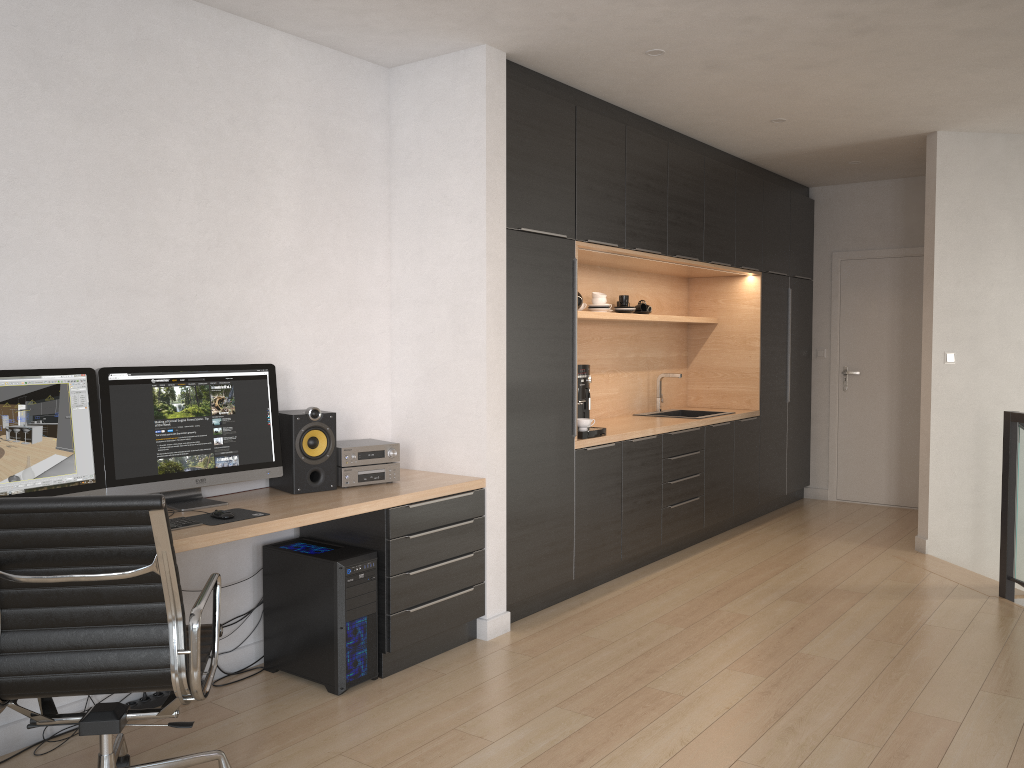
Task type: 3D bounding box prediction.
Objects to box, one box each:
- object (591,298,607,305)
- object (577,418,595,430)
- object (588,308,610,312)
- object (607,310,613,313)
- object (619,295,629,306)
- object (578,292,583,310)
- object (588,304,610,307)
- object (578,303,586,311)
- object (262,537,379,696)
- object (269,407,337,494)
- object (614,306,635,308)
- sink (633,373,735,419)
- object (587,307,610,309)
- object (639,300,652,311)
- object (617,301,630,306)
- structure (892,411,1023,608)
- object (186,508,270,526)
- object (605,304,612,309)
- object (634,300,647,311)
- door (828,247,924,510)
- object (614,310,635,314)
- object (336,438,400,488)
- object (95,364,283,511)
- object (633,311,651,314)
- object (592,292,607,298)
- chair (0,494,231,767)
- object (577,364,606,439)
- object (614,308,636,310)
[{"bbox_3d":[0.550,-0.513,5.617,0.095,0.057,0.099,0,3,9],"label":"object"},{"bbox_3d":[0.394,0.223,4.903,0.099,0.057,0.095,2,4,39],"label":"object"},{"bbox_3d":[0.551,-0.464,5.615,0.145,0.025,0.145,1,3,23],"label":"object"},{"bbox_3d":[0.595,-0.475,5.852,0.145,0.025,0.145,-2,4,-40],"label":"object"},{"bbox_3d":[0.746,-0.544,5.907,0.066,0.092,0.084,0,3,5],"label":"object"},{"bbox_3d":[0.330,-0.525,5.373,0.240,0.171,0.213,-1,3,-17],"label":"object"},{"bbox_3d":[0.551,-0.488,5.614,0.145,0.025,0.145,1,3,23],"label":"object"},{"bbox_3d":[0.412,-0.478,5.582,0.099,0.057,0.095,0,3,-6],"label":"object"},{"bbox_3d":[-0.782,0.937,3.637,0.474,0.527,0.215,2,3,37],"label":"object"},{"bbox_3d":[-0.886,0.268,3.758,0.198,0.354,0.249,-2,4,-38],"label":"object"},{"bbox_3d":[0.750,-0.503,5.915,0.145,0.025,0.145,-2,4,-40],"label":"object"},{"bbox_3d":[1.246,0.185,6.386,0.512,0.518,0.626,2,3,37],"label":"sink"},{"bbox_3d":[0.551,-0.475,5.617,0.145,0.025,0.145,1,3,23],"label":"object"},{"bbox_3d":[0.924,-0.541,6.184,0.066,0.093,0.100,-3,4,-44],"label":"object"},{"bbox_3d":[0.756,-0.519,6.060,0.084,0.092,0.066,3,4,43],"label":"object"},{"bbox_3d":[4.135,2.358,3.882,2.823,4.339,4.190,0,3,-8],"label":"structure"},{"bbox_3d":[-1.022,0.473,3.164,0.200,0.002,0.250,2,3,37],"label":"object"},{"bbox_3d":[0.594,-0.500,5.851,0.099,0.057,0.095,2,3,34],"label":"object"},{"bbox_3d":[0.880,-0.533,6.138,0.066,0.093,0.100,-2,4,-39],"label":"object"},{"bbox_3d":[3.124,-0.044,7.331,0.974,2.136,0.085,2,3,37],"label":"door"},{"bbox_3d":[0.750,-0.478,5.916,0.145,0.025,0.145,-2,4,-40],"label":"object"},{"bbox_3d":[-0.684,0.348,3.935,0.285,0.174,0.270,-2,4,-38],"label":"object"},{"bbox_3d":[-1.215,0.196,3.377,0.190,0.535,0.716,2,4,41],"label":"object"},{"bbox_3d":[0.898,-0.490,6.159,0.145,0.025,0.145,2,4,39],"label":"object"},{"bbox_3d":[0.550,-0.547,5.612,0.095,0.075,0.098,-2,4,-42],"label":"object"},{"bbox_3d":[-1.162,0.759,2.493,0.664,0.991,0.699,0,3,-3],"label":"chair"},{"bbox_3d":[0.335,0.079,5.154,0.584,0.398,0.618,2,3,37],"label":"object"},{"bbox_3d":[0.753,-0.491,5.917,0.145,0.025,0.145,-2,4,-40],"label":"object"}]
